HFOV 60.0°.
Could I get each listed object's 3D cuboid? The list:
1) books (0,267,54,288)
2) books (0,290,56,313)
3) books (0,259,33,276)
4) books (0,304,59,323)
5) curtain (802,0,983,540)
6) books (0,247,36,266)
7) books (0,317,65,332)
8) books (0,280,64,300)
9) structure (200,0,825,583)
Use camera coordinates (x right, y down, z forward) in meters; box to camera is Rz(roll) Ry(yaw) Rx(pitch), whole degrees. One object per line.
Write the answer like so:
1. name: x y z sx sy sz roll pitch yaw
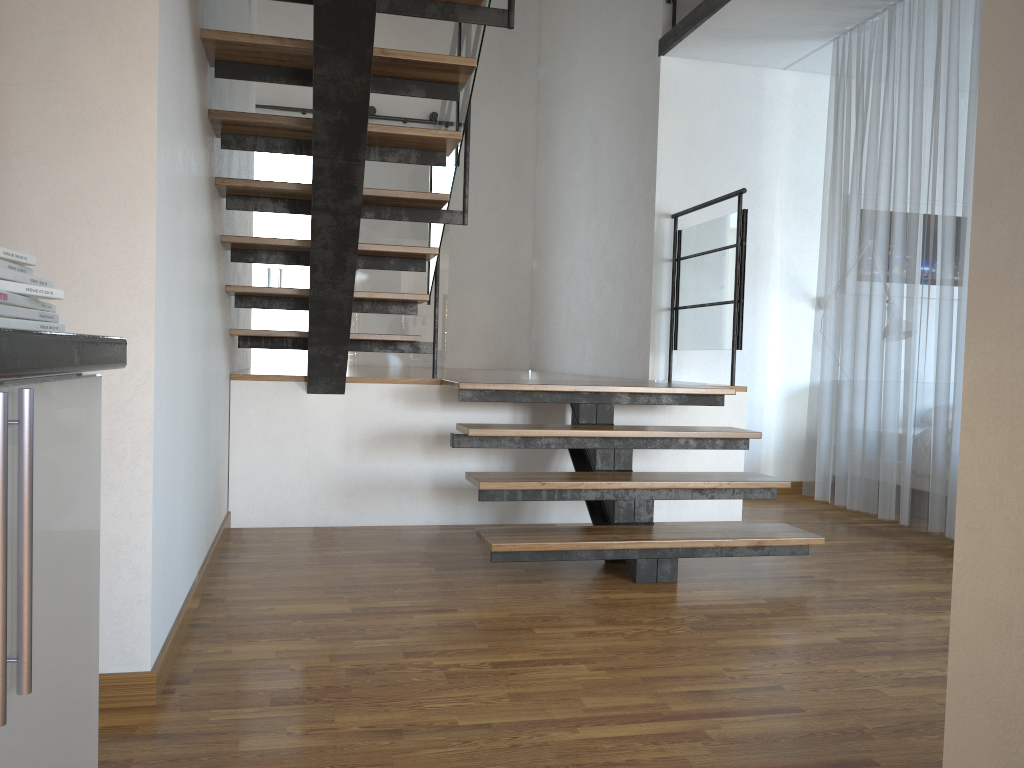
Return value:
1. books: -0.555 -0.097 0.715 0.252 0.011 0.318 1 2 -12
2. books: -0.555 -0.076 0.744 0.252 0.011 0.318 1 2 -17
3. books: -0.567 -0.108 0.701 0.252 0.011 0.318 1 2 -12
4. books: -0.552 -0.065 0.729 0.252 0.011 0.318 1 2 -14
5. curtain: 2.052 -0.647 4.535 0.154 2.735 1.807 1 2 -11
6. books: -0.571 -0.118 0.692 0.252 0.011 0.318 2 2 -7
7. books: -0.549 -0.054 0.718 0.252 0.011 0.318 1 2 -10
8. books: -0.558 -0.086 0.700 0.252 0.011 0.318 2 2 -2
9. structure: 0.200 -1.134 3.302 2.685 4.134 4.579 1 2 -14
